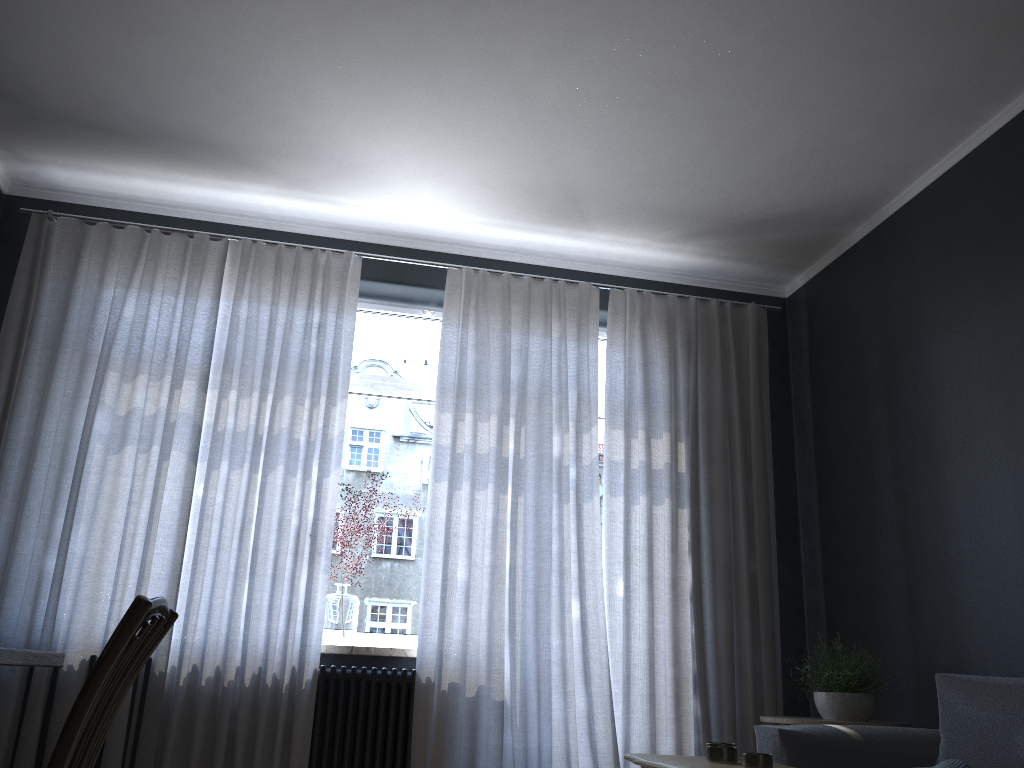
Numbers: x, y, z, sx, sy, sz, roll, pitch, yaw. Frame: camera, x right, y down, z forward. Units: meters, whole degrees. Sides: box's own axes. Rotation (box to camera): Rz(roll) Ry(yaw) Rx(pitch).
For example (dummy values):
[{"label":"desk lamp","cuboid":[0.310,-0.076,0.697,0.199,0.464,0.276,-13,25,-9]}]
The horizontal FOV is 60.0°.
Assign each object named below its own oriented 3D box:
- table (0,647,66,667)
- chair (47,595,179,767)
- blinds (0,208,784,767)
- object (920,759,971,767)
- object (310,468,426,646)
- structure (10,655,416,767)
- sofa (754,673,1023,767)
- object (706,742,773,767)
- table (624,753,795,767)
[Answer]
[{"label":"table","cuboid":[-1.350,0.615,0.935,1.126,0.724,1.611,6,-19,-11]},{"label":"chair","cuboid":[-0.843,0.736,1.377,0.467,0.816,0.364,6,-18,-11]},{"label":"blinds","cuboid":[-0.496,0.696,4.302,3.994,2.776,0.314,6,-18,-11]},{"label":"object","cuboid":[1.113,1.319,2.755,0.490,0.327,0.669,4,-19,-6]},{"label":"object","cuboid":[-0.764,0.845,4.291,0.515,0.806,0.601,16,-22,-35]},{"label":"structure","cuboid":[-1.225,1.546,3.938,1.847,0.597,0.216,6,-18,-11]},{"label":"sofa","cuboid":[1.534,1.152,2.281,0.970,0.794,2.350,6,-19,-11]},{"label":"object","cuboid":[0.506,0.862,2.060,0.103,0.033,0.370,3,-19,-1]},{"label":"table","cuboid":[0.496,1.092,1.841,0.339,0.547,0.791,6,-19,-11]}]
